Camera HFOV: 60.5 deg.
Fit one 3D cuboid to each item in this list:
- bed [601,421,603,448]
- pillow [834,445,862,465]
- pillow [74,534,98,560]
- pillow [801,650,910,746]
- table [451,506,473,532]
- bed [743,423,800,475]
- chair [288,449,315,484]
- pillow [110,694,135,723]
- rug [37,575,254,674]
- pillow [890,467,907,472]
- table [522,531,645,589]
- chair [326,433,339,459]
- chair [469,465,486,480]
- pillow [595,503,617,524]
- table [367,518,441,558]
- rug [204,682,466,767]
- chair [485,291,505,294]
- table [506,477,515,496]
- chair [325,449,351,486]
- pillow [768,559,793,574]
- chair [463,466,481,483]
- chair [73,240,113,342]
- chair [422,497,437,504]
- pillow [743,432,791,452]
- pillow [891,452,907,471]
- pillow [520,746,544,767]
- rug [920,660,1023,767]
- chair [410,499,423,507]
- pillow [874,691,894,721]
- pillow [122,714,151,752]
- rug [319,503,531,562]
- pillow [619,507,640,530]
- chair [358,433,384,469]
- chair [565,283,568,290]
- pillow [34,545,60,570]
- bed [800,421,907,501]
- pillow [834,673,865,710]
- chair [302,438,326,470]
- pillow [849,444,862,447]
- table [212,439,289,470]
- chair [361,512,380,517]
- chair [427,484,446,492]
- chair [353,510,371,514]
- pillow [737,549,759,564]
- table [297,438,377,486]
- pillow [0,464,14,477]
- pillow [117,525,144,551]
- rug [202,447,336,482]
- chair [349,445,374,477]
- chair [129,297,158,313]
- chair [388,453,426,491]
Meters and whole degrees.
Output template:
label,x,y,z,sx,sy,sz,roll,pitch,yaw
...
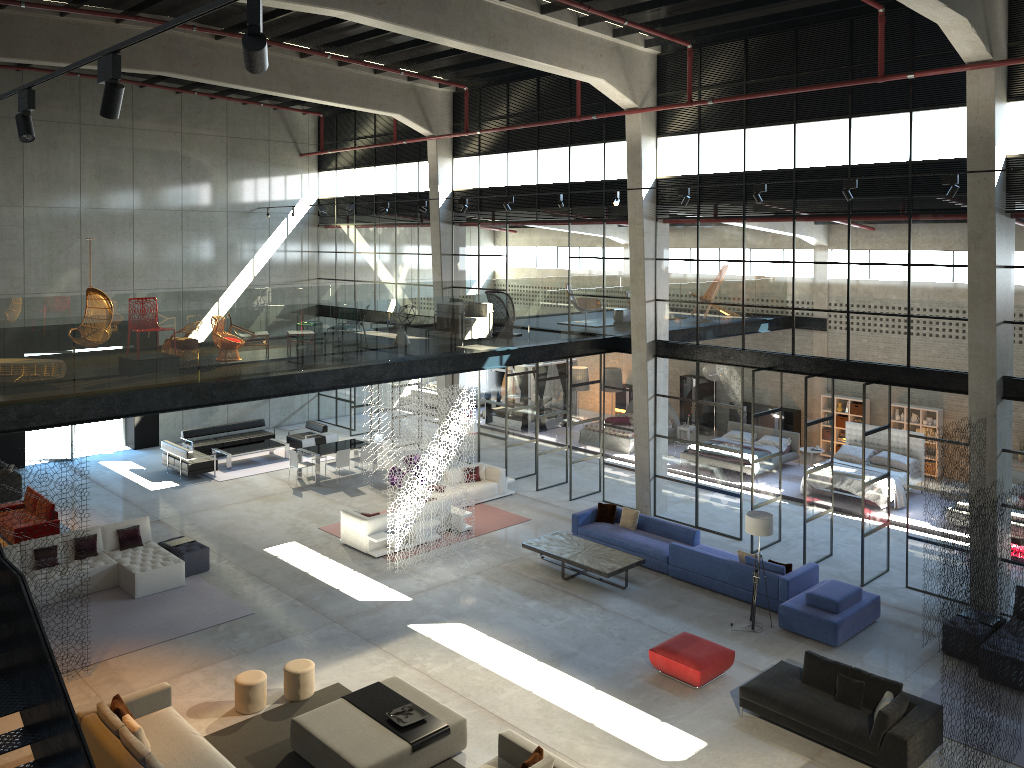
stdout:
label,x,y,z,sx,sy,sz,roll,pitch,yaw
bed,3.432,1.067,25.703,2.352,1.273,2.042,-7,10,-43
pillow,8.255,1.722,21.164,0.668,0.371,1.033,-6,10,-40
pillow,-7.460,2.856,15.377,0.408,0.375,0.193,-5,6,-44
pillow,4.219,3.717,10.561,0.742,0.415,1.600,-2,9,-14
table,-1.337,2.789,18.461,0.301,0.367,1.209,-4,9,-43
bed,5.999,1.723,22.997,2.407,0.864,2.270,-8,11,-43
chair,-5.168,2.018,21.576,0.547,0.867,0.421,-3,4,-44
pillow,-4.461,3.798,10.044,0.259,0.369,0.402,-1,6,-22
rug,-6.358,3.727,13.790,3.647,0.020,2.664,-9,13,-43
pillow,9.028,1.881,20.609,0.719,0.329,0.965,-7,11,-42
table,1.266,3.210,15.845,1.032,0.397,2.077,-8,12,-43
chair,-4.571,1.796,22.938,0.421,0.867,0.547,-2,4,-44
chair,-0.806,2.086,20.620,0.380,0.336,0.256,-1,4,-10
pillow,1.889,2.584,17.552,0.399,0.370,0.261,3,5,25
table,-2.086,3.007,17.122,1.577,0.367,0.302,-8,9,-43
rug,-2.058,4.416,9.661,2.661,0.020,3.651,-9,13,-43
chair,-0.283,-1.649,20.280,0.687,0.983,0.833,1,5,16
table,-0.347,2.390,20.909,0.301,0.367,0.906,-4,9,-43
chair,-4.286,2.012,21.626,0.421,0.867,0.547,-2,4,-44
pillow,4.431,3.093,14.490,0.399,0.370,0.261,3,5,25
chair,-0.936,2.113,20.463,0.410,0.334,0.258,-1,4,-11
chair,-6.886,-1.482,14.326,0.638,1.770,0.600,1,2,21
chair,-1.755,2.505,18.061,0.397,0.321,0.269,-5,7,-42
pillow,6.500,1.489,23.545,0.551,0.311,1.940,-7,11,-43
pillow,8.970,1.793,20.559,0.695,0.290,0.985,-7,11,-41
pillow,0.158,3.978,9.024,0.260,0.369,0.402,2,6,25
rug,7.051,4.279,10.644,2.661,0.020,3.651,-9,13,-43
chair,-1.998,2.534,17.879,0.270,0.316,0.395,3,7,33
pillow,4.334,3.785,10.225,0.208,0.314,0.344,2,6,25
pillow,-4.114,3.864,9.620,0.208,0.380,0.403,-3,6,-45
rug,-1.808,2.959,18.548,3.647,0.020,2.664,-9,13,-43
pillow,2.297,2.640,17.186,0.207,0.380,0.404,-3,6,-43
chair,-3.689,1.790,22.988,0.547,0.867,0.421,-3,4,-44
chair,1.952,-2.162,23.319,0.976,1.024,0.798,-1,4,-15
pillow,-7.919,2.960,14.933,0.385,0.333,0.220,-5,6,-41
bed,8.188,1.879,20.474,2.328,1.410,2.231,-7,10,-44
pillow,4.095,3.721,10.638,0.344,0.306,0.188,6,6,44
chair,-5.077,1.874,22.454,0.421,0.867,0.547,-2,4,-44
pillow,8.541,1.698,21.306,0.491,0.320,1.059,-6,11,-43
table,-7.059,1.889,23.734,1.811,0.405,0.906,-8,12,-43
chair,-2.745,2.654,17.184,0.402,0.334,0.285,0,5,1
chair,-1.691,2.320,19.638,0.415,0.107,0.411,1,9,2
chair,-2.916,2.628,17.396,0.391,0.270,0.321,3,6,21
pillow,4.023,3.027,14.856,0.207,0.380,0.404,-3,6,-43
table,-4.429,1.959,22.283,1.811,0.754,0.906,-8,10,-43
pillow,-11.907,2.142,20.416,0.548,0.374,0.645,-2,8,-22
pillow,-6.914,2.786,15.887,0.415,0.343,0.236,-6,7,-44
rug,-6.848,2.091,23.752,3.408,0.025,2.425,-9,13,-43
chair,-3.780,1.934,22.110,0.421,0.867,0.547,-2,4,-44
chair,-6.156,-0.962,14.905,0.648,0.977,0.664,-3,5,-44
chair,-2.553,2.120,21.364,0.800,0.745,0.659,-5,7,-43
